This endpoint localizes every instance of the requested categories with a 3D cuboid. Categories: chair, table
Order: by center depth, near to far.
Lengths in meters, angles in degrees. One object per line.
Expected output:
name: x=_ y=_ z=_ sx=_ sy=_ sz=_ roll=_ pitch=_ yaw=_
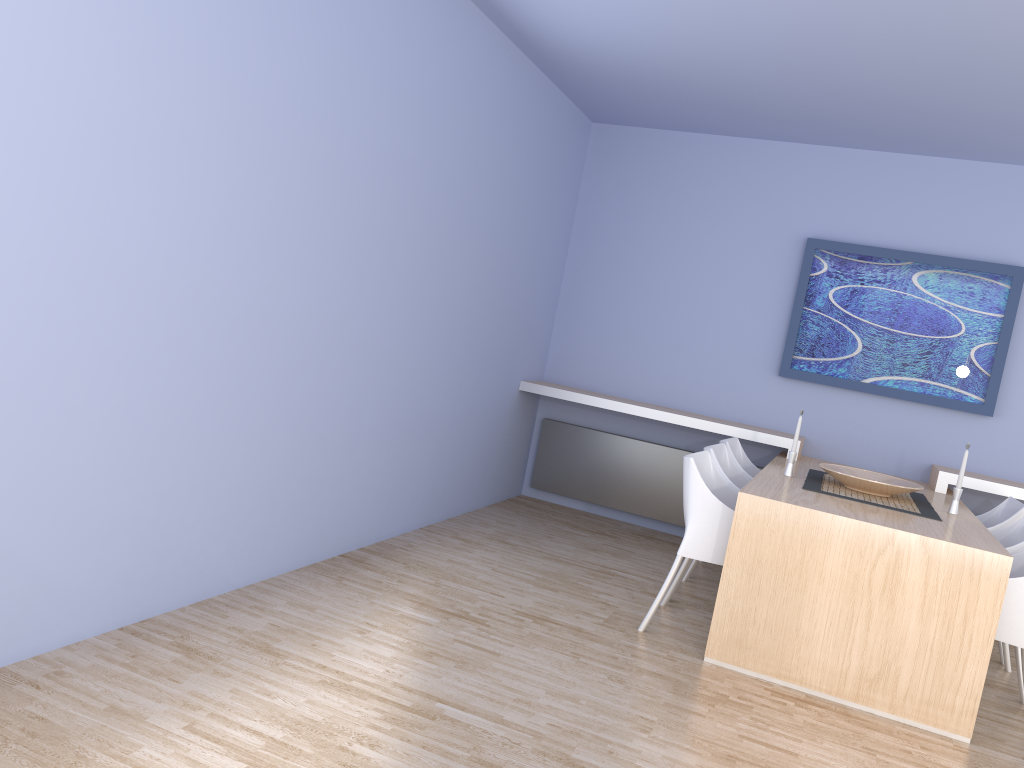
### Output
chair: x=1.983 y=0.966 z=3.602 sx=0.486 sy=0.793 sz=0.510 roll=12 pitch=4 yaw=21
chair: x=0.934 y=0.738 z=4.006 sx=0.486 sy=0.793 sz=0.510 roll=12 pitch=4 yaw=21
chair: x=2.197 y=0.966 z=4.157 sx=0.486 sy=0.793 sz=0.510 roll=12 pitch=4 yaw=21
chair: x=1.140 y=0.738 z=4.542 sx=0.486 sy=0.793 sz=0.510 roll=12 pitch=4 yaw=21
table: x=1.733 y=0.888 z=4.542 sx=1.002 sy=0.718 sz=2.340 roll=12 pitch=4 yaw=21
chair: x=2.408 y=0.966 z=4.706 sx=0.486 sy=0.793 sz=0.510 roll=12 pitch=4 yaw=21
chair: x=1.347 y=0.739 z=5.078 sx=0.486 sy=0.793 sz=0.510 roll=12 pitch=4 yaw=21

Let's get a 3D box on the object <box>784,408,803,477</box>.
object: x=1.423 y=0.291 z=4.452 sx=0.045 sy=0.349 sz=0.045 roll=9 pitch=5 yaw=-28

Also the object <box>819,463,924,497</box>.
object: x=1.775 y=0.494 z=4.414 sx=0.493 sy=0.081 sz=0.493 roll=14 pitch=5 yaw=39

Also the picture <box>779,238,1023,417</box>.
picture: x=2.384 y=-0.369 z=5.493 sx=1.252 sy=0.901 sz=0.049 roll=12 pitch=4 yaw=21

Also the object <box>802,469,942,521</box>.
object: x=1.770 y=0.536 z=4.413 sx=0.594 sy=0.005 sz=0.986 roll=12 pitch=4 yaw=20

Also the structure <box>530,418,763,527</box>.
structure: x=1.944 y=0.871 z=5.662 sx=3.843 sy=0.503 sz=0.064 roll=12 pitch=4 yaw=21

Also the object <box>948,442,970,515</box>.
object: x=2.118 y=0.442 z=4.184 sx=0.045 sy=0.349 sz=0.045 roll=12 pitch=4 yaw=21

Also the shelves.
shelves: x=1.834 y=0.775 z=5.511 sx=3.901 sy=0.840 sz=0.463 roll=12 pitch=4 yaw=21
